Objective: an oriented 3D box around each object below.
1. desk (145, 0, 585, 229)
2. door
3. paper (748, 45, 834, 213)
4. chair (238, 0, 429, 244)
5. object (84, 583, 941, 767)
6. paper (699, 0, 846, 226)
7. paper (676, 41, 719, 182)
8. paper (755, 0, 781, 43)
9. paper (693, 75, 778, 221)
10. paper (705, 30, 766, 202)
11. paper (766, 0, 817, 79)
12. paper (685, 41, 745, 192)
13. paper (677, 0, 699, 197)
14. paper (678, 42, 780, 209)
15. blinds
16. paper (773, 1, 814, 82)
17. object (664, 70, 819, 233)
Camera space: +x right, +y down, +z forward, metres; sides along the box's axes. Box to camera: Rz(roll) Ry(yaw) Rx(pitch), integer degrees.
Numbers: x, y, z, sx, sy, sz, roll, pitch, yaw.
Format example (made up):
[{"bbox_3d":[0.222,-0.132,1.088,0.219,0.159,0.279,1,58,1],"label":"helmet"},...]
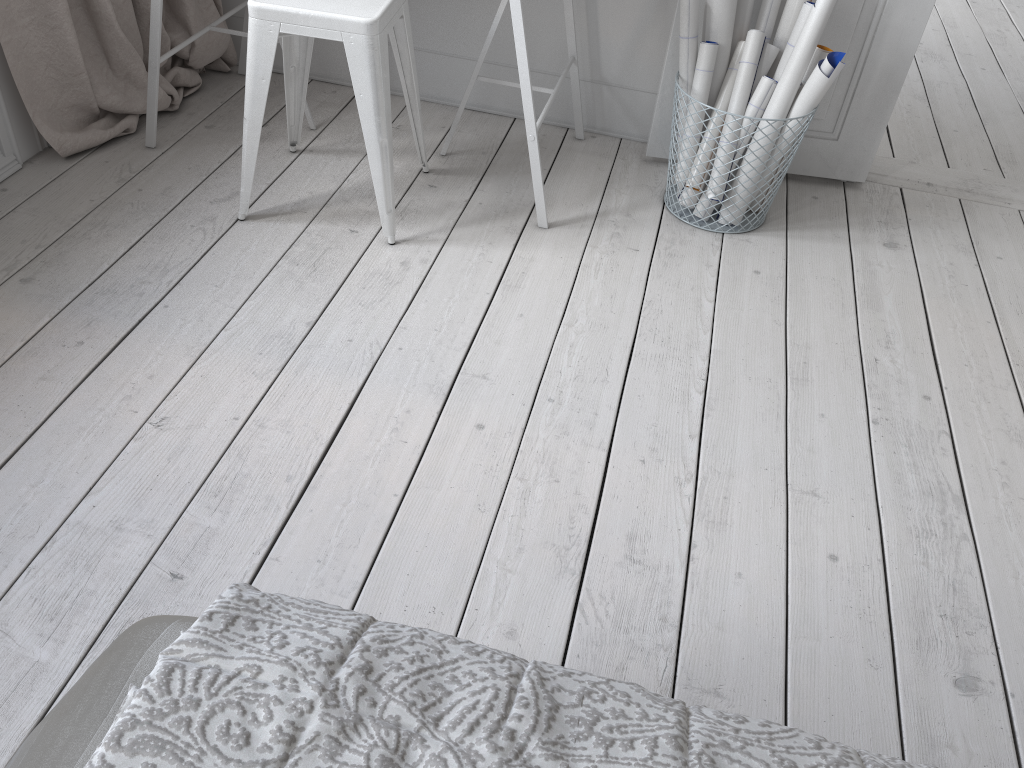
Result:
[{"bbox_3d":[-0.367,-1.008,2.382,1.163,0.775,0.642,13,41,7],"label":"desk"},{"bbox_3d":[0.836,-1.530,1.930,0.678,2.322,0.034,7,41,0],"label":"door"},{"bbox_3d":[0.740,-0.677,2.391,0.123,0.464,0.057,-6,43,-14],"label":"paper"},{"bbox_3d":[-0.442,-0.712,2.220,0.407,0.526,0.410,10,41,3],"label":"chair"},{"bbox_3d":[0.379,0.438,0.568,1.460,0.104,0.405,13,41,7],"label":"object"},{"bbox_3d":[0.622,-0.823,2.292,0.181,0.792,0.431,-20,48,-28],"label":"paper"},{"bbox_3d":[0.489,-0.717,2.357,0.047,0.360,0.129,5,41,-2],"label":"paper"},{"bbox_3d":[0.632,-0.764,2.420,0.047,0.541,0.201,15,42,10],"label":"paper"},{"bbox_3d":[0.616,-0.637,2.384,0.078,0.388,0.234,35,48,29],"label":"paper"},{"bbox_3d":[0.586,-0.698,2.326,0.049,0.402,0.244,14,41,8],"label":"paper"},{"bbox_3d":[0.708,-0.820,2.396,0.073,0.668,0.182,28,45,23],"label":"paper"},{"bbox_3d":[0.553,-0.710,2.364,0.047,0.357,0.240,23,43,17],"label":"paper"},{"bbox_3d":[0.472,-0.755,2.382,0.166,0.546,0.046,29,46,24],"label":"paper"},{"bbox_3d":[0.579,-0.691,2.391,0.253,0.431,0.054,-27,51,-33],"label":"paper"},{"bbox_3d":[-0.962,-1.797,1.751,0.225,2.675,0.832,13,41,7],"label":"blinds"},{"bbox_3d":[0.694,-0.732,2.375,0.153,0.552,0.060,-18,47,-26],"label":"paper"},{"bbox_3d":[0.594,-0.638,2.416,0.375,0.350,0.374,14,41,8],"label":"object"}]
